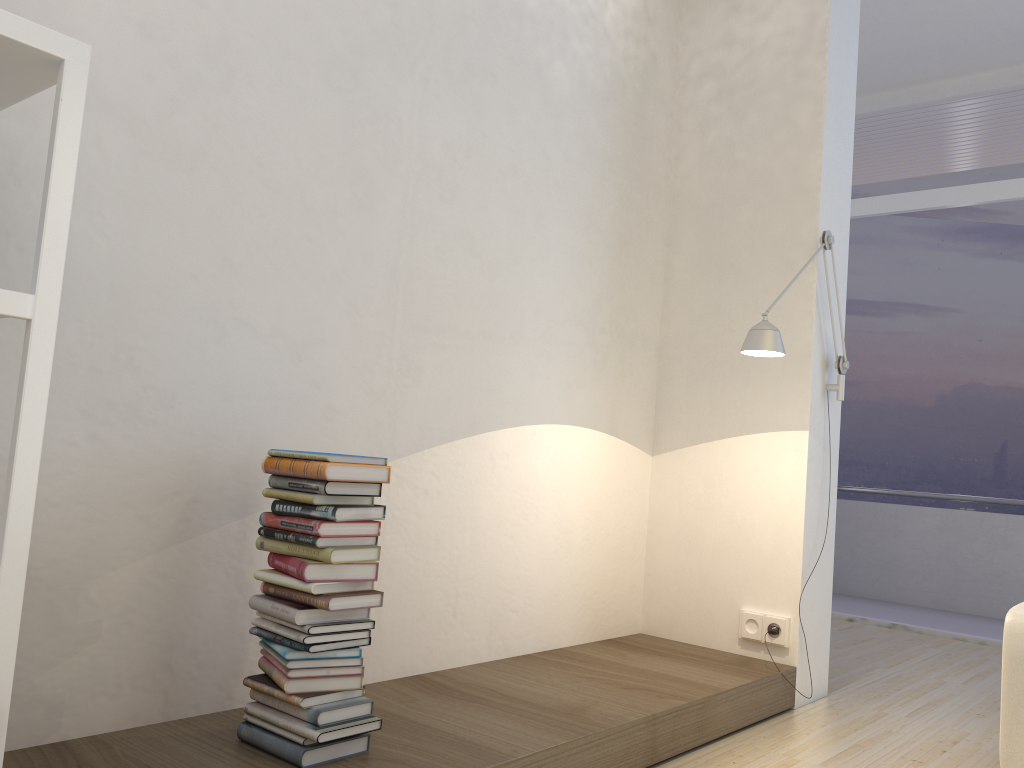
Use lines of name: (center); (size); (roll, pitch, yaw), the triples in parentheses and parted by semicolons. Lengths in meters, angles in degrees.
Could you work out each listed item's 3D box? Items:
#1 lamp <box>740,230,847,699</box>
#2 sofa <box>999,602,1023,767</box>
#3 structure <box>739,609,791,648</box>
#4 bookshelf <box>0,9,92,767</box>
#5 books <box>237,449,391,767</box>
lamp: (1.031, 0.283, 3.346); (0.204, 1.841, 0.891); (1, -6, 36)
sofa: (2.515, 0.839, 2.186); (2.166, 0.862, 0.941); (0, -6, 40)
structure: (1.009, 0.976, 3.549); (0.206, 0.114, 0.028); (0, -6, 40)
bookshelf: (-1.497, -0.011, 1.078); (0.465, 1.396, 1.599); (0, -6, 40)
books: (-0.461, 0.517, 2.151); (0.329, 0.694, 0.270); (0, -6, 40)
